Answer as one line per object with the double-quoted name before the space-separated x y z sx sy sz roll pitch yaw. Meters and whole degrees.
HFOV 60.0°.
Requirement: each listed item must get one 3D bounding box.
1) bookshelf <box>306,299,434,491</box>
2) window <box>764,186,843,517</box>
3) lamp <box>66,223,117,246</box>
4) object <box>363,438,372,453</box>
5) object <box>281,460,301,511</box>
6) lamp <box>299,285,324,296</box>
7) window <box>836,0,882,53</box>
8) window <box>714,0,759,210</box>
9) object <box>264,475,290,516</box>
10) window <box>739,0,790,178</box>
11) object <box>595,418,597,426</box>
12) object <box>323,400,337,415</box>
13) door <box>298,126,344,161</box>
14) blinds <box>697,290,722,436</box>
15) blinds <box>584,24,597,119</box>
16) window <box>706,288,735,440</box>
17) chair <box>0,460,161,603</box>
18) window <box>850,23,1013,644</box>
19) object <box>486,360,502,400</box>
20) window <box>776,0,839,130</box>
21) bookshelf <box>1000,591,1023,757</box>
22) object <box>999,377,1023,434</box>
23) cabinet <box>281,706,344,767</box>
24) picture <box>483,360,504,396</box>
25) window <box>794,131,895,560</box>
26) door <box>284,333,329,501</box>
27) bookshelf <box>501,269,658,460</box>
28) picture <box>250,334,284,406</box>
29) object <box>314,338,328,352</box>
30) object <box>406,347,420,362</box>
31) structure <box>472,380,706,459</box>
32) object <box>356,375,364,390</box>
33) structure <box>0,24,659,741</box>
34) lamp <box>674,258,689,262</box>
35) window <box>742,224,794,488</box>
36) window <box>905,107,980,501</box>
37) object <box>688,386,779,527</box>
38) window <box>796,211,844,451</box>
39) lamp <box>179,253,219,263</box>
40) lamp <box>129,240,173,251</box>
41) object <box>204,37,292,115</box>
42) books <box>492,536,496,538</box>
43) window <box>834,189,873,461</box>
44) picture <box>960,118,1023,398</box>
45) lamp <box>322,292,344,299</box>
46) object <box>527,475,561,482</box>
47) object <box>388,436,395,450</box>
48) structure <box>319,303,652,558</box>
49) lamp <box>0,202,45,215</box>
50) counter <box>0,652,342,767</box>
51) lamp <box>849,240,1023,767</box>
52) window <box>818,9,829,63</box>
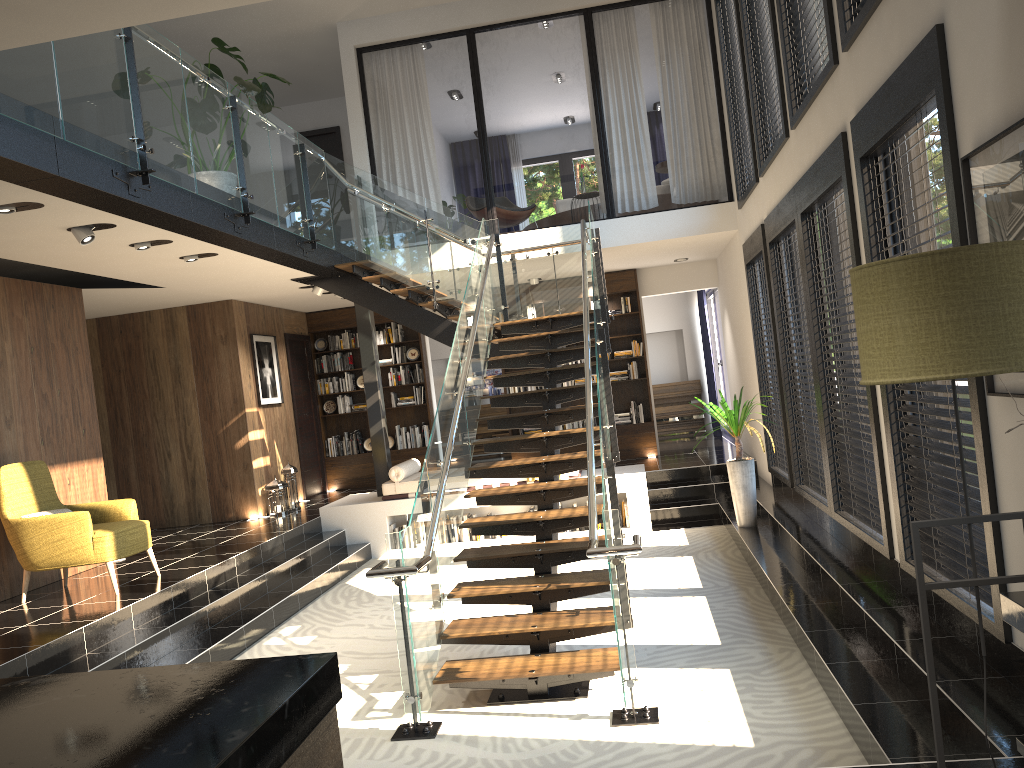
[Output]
"bookshelf" -2.067 0.174 13.269 1.704 2.683 0.273 -7 1 8
"window" 2.505 -0.269 7.287 0.358 2.476 1.498 -7 0 8
"lamp" -2.945 -1.106 6.212 0.346 0.247 0.195 -7 0 8
"object" -2.121 0.914 13.266 0.212 0.222 0.082 -7 1 8
"object" -2.809 1.285 11.268 0.182 0.643 0.182 -7 1 8
"lamp" -2.362 -1.161 10.518 0.346 0.263 0.195 -7 0 8
"window" 1.750 -3.059 4.141 0.358 2.476 1.393 -7 1 8
"window" 2.387 -3.127 8.874 0.358 2.476 1.393 -7 1 8
"object" -2.928 1.379 11.054 0.262 0.483 0.262 -7 1 8
"window" 2.174 -3.104 7.293 0.358 2.476 1.393 -7 1 8
"object" 1.205 0.500 12.849 0.020 0.262 0.047 -7 1 8
"object" -2.741 0.353 13.355 0.212 0.222 0.082 -7 1 8
"door" -2.864 -2.590 13.208 0.931 2.348 0.104 -7 1 8
"blinds" 3.360 -0.443 15.247 0.161 2.771 1.080 -7 1 6
"blinds" 1.227 -3.359 10.395 0.670 2.699 0.134 -7 1 8
"window" 3.426 -0.363 14.333 0.184 2.476 2.980 -7 0 8
"chair" -3.547 1.138 7.238 1.031 1.097 0.807 -7 0 7
"window" 2.086 -0.224 4.176 0.358 2.476 1.393 -7 1 8
"object" -0.346 -0.048 16.576 0.272 0.860 0.270 -7 1 22
"window" 1.961 -3.082 5.712 0.358 2.476 1.393 -7 1 8
"bookshelf" 1.518 0.837 1.881 0.356 0.500 1.304 -7 0 8
"object" 1.482 0.215 2.301 0.607 0.744 0.406 -7 1 -32
"cabinet" -1.896 0.985 0.682 3.564 0.994 0.698 -7 0 8
"picture" 0.654 -0.294 16.581 3.544 0.748 0.035 -7 1 8
"window" 2.306 -0.247 5.806 0.358 2.476 1.498 -7 0 8
"door" -2.989 0.458 12.778 0.104 2.348 0.931 -7 1 8
"bookshelf" 0.910 -0.180 12.859 2.090 2.683 0.273 -7 1 8
"picture" -3.184 -0.186 11.552 0.028 0.911 0.748 -7 0 8
"object" -2.869 -0.585 13.321 0.212 0.222 0.082 -7 1 8
"object" -1.467 -0.435 13.143 0.212 0.222 0.082 -7 1 8
"structure" 0.341 0.770 16.461 6.277 0.982 0.885 -7 0 8
"object" -2.229 -0.026 13.275 0.212 0.222 0.082 -7 1 8
"structure" -0.908 -0.115 6.849 3.448 4.869 7.277 -7 0 7
"lamp" 2.326 -1.767 12.231 0.195 0.158 0.346 -7 0 8
"window" 2.724 -0.289 8.908 0.358 2.476 1.393 -7 1 8
"window" 2.155 -0.232 4.158 0.005 2.297 1.220 -7 1 8
"object" 2.174 0.704 8.546 0.876 1.338 0.830 -7 0 -3
"window" 2.574 -0.277 7.269 0.005 2.297 1.312 -7 1 8
"lamp" -2.743 -1.163 7.748 0.346 0.177 0.195 -7 0 8
"lamp" -2.846 -1.152 6.979 0.346 0.177 0.195 -7 0 8
"object" -2.638 -2.227 7.856 1.464 1.554 1.260 -7 0 -4
"books" -0.208 1.652 10.275 0.045 0.252 0.142 -7 1 8
"window" 2.374 -0.255 5.788 0.005 2.297 1.312 -7 1 8
"picture" 1.728 -0.404 3.018 0.028 0.911 0.748 -7 0 8
"lamp" -2.261 -1.188 11.285 0.346 0.231 0.195 -7 0 8
"object" 0.430 1.151 10.538 0.466 0.510 1.166 -7 0 8
"object" -1.851 0.882 13.224 0.212 0.222 0.082 -7 1 8
"structure" -0.423 0.242 10.616 3.782 3.245 1.148 -7 1 8
"lamp" -3.054 -1.140 5.442 0.346 0.158 0.195 -7 0 8
"counter" -1.956 0.469 0.676 3.574 0.041 0.698 -7 0 8
"lamp" 1.210 0.392 2.313 0.437 1.445 0.637 -6 1 33
"window" 2.030 -3.090 5.694 0.005 2.297 1.220 -7 1 8
